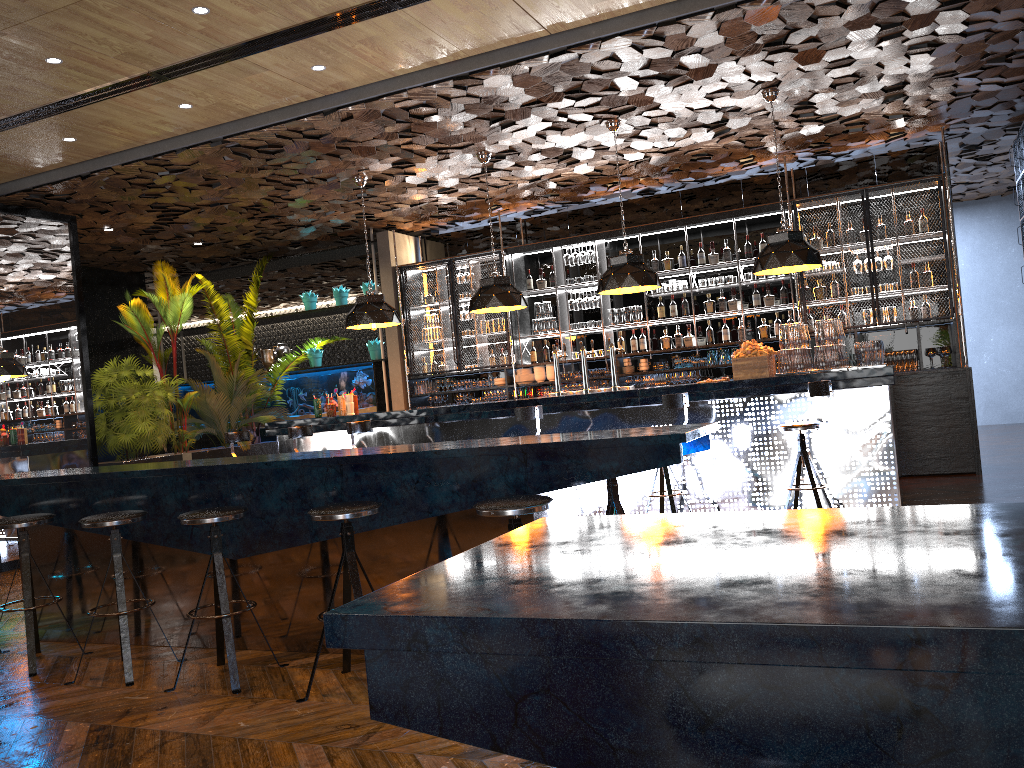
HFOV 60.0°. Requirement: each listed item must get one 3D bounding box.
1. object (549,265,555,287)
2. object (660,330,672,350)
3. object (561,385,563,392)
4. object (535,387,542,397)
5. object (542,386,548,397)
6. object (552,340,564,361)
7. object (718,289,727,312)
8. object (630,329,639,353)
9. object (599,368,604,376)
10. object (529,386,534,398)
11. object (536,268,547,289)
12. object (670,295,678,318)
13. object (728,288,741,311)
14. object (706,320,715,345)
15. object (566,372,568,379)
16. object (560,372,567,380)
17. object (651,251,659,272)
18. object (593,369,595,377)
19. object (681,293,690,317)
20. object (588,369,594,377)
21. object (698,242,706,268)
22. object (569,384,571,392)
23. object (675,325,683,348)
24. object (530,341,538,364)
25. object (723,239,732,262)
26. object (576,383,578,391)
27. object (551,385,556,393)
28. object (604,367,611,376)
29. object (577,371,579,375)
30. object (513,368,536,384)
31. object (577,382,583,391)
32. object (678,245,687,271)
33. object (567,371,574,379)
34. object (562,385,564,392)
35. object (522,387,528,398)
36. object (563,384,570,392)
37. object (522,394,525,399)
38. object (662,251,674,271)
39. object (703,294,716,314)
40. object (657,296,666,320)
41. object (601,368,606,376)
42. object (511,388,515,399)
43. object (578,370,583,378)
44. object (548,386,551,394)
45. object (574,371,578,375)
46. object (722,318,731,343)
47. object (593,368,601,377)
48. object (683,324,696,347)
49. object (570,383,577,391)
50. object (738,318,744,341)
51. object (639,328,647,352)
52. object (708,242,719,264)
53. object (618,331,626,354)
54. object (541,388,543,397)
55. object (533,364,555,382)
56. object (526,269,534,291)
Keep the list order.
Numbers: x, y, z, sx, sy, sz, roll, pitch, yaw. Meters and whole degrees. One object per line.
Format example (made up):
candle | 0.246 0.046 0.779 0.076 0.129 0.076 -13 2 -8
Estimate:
object | 0.522 -1.366 11.324 0.086 0.299 0.086 -5 -1 -17
object | 1.868 -0.533 10.744 0.151 0.248 0.094 -6 -1 13
object | 0.604 0.117 11.102 0.082 0.213 0.082 -5 -1 -36
object | 0.345 0.142 11.222 0.082 0.213 0.082 -5 -1 -37
object | 0.426 0.134 11.185 0.082 0.213 0.082 -5 -1 -37
object | 0.586 -0.423 11.307 0.123 0.279 0.123 -6 -1 38
object | 2.482 -0.977 10.456 0.083 0.282 0.083 -6 -1 24
object | 1.506 -0.524 10.941 0.086 0.298 0.086 -5 -1 -17
object | 1.088 -0.144 11.002 0.093 0.099 0.093 -5 -1 -4
object | 0.260 0.143 11.286 0.073 0.229 0.073 -6 -1 13
object | 0.376 -1.340 11.372 0.123 0.279 0.123 -6 -1 13
object | 1.954 -0.933 10.728 0.086 0.298 0.086 -5 -1 -17
object | 2.602 -0.987 10.387 0.123 0.279 0.123 -6 -1 38
object | 2.343 -0.607 10.503 0.086 0.297 0.086 -5 -1 -32
object | 0.678 -0.103 11.187 0.100 0.100 0.089 -5 -1 -3
object | 0.638 -0.100 11.080 0.100 0.100 0.089 -6 -1 29
object | 1.737 -1.477 10.773 0.083 0.282 0.083 -5 -1 9
object | 1.020 -0.137 11.088 0.093 0.099 0.093 -5 -1 12
object | 2.080 -0.946 10.640 0.086 0.297 0.086 -5 -1 -17
object | 0.976 -0.134 10.989 0.093 0.099 0.093 -6 -1 41
object | 2.254 -1.536 10.548 0.086 0.298 0.086 -5 -1 -17
object | 0.748 0.102 11.181 0.084 0.216 0.084 -6 -1 36
object | 2.007 -0.565 10.682 0.083 0.282 0.083 -6 -1 24
object | 0.277 -0.402 11.468 0.086 0.299 0.086 -5 -1 -17
object | 2.526 -1.555 10.418 0.083 0.282 0.083 -6 -1 24
object | 0.829 0.094 11.141 0.084 0.216 0.084 -6 -1 17
object | 0.521 0.125 11.142 0.082 0.213 0.082 -5 -1 -32
object | 1.173 -0.152 10.838 0.095 0.096 0.095 -5 -1 -2
object | 0.831 -0.116 11.298 0.089 0.100 0.100 -6 -1 18
object | 0.163 -0.100 11.418 0.306 0.195 0.300 -6 -1 25
object | 0.855 0.090 10.985 0.084 0.216 0.084 -5 -1 -23
object | 2.044 -1.514 10.650 0.086 0.298 0.086 -5 -1 -17
object | 0.736 -0.109 11.097 0.100 0.100 0.089 -5 -1 -30
object | 0.647 0.114 11.183 0.082 0.213 0.082 -5 -1 5
object | 0.173 0.151 11.330 0.073 0.229 0.073 -6 -1 13
object | 0.688 0.107 11.062 0.084 0.216 0.084 -6 -1 12
object | 0.152 0.156 11.597 0.073 0.229 0.073 -6 -1 13
object | 1.884 -1.474 10.707 0.151 0.248 0.094 -6 -1 28
object | 2.343 -0.945 10.518 0.151 0.248 0.094 -6 -1 13
object | 1.811 -0.918 10.765 0.086 0.299 0.086 -5 -1 -17
object | 1.134 -0.148 11.092 0.093 0.099 0.093 -5 -1 12
object | 0.032 0.165 11.372 0.073 0.229 0.073 -6 -1 13
object | 0.880 -0.125 11.036 0.109 0.100 0.109 -5 -1 7
object | 0.467 0.131 11.262 0.082 0.213 0.082 -5 -1 0
object | 0.785 -0.113 11.208 0.100 0.100 0.089 -5 -1 -24
object | 2.520 -0.624 10.458 0.086 0.298 0.086 -5 -1 -17
object | 1.049 -0.142 10.905 0.093 0.099 0.093 -6 -1 44
object | 2.127 -0.575 10.613 0.123 0.279 0.123 -6 -1 38
object | 0.773 0.098 11.022 0.084 0.216 0.084 -6 -1 39
object | 2.684 -0.632 10.377 0.083 0.282 0.083 -5 -1 9
object | 1.604 -0.534 10.871 0.086 0.298 0.086 -5 -1 -17
object | 2.374 -1.538 10.471 0.123 0.279 0.123 -6 -1 13
object | 1.353 -0.508 10.983 0.086 0.299 0.086 -5 -1 -17
object | 0.385 0.140 11.302 0.082 0.213 0.082 -6 -1 16
object | 0.429 -0.138 11.261 0.309 0.216 0.149 -6 -1 22
object | 0.231 -1.337 11.486 0.086 0.298 0.086 -5 -1 -17
